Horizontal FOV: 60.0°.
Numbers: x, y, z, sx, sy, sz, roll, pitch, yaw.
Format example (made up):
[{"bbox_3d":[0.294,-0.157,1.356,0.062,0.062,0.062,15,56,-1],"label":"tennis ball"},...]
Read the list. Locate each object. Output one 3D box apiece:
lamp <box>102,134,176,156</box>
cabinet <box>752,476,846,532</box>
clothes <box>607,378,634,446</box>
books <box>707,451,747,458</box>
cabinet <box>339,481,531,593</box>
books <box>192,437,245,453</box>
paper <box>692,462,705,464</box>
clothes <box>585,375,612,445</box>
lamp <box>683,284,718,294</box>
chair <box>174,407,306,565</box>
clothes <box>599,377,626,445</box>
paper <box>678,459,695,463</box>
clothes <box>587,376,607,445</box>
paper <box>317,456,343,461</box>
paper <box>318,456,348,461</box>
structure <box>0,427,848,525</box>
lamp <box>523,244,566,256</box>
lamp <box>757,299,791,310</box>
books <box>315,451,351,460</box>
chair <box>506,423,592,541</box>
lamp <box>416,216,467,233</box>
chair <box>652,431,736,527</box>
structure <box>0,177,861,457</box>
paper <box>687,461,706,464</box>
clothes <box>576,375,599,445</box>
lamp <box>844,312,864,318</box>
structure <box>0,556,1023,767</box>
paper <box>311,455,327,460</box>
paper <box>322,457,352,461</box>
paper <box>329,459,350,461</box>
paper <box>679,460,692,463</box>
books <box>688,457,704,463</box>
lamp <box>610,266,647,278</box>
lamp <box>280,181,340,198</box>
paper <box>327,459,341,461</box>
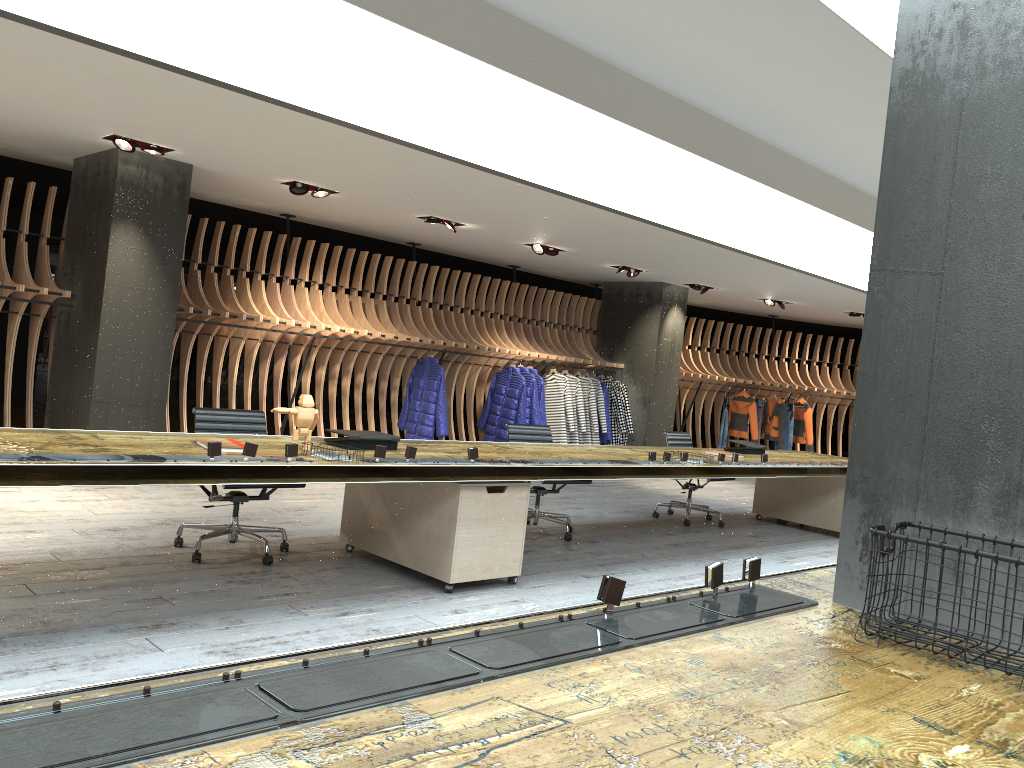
[{"bbox_3d":[-3.006,-1.971,7.152,0.492,0.296,0.269,6,1,-44],"label":"lamp"},{"bbox_3d":[3.190,1.195,9.266,0.593,0.630,1.133,6,1,-44],"label":"cabinet"},{"bbox_3d":[1.476,0.515,12.921,0.191,1.185,0.800,6,0,-44],"label":"clothes"},{"bbox_3d":[1.911,0.626,7.908,0.365,0.026,0.213,5,1,-44],"label":"books"},{"bbox_3d":[-0.508,0.847,5.624,0.593,0.630,1.133,6,1,-44],"label":"cabinet"},{"bbox_3d":[-1.471,0.309,4.499,0.212,0.026,0.366,6,1,-34],"label":"books"},{"bbox_3d":[1.372,0.594,6.782,0.130,0.004,0.177,6,1,-41],"label":"paper"},{"bbox_3d":[1.134,0.493,12.776,0.886,1.239,0.245,7,0,42],"label":"clothes"},{"bbox_3d":[2.701,-1.434,12.682,0.492,0.292,0.269,6,1,-38],"label":"lamp"},{"bbox_3d":[-1.642,0.609,5.409,0.668,0.859,0.693,7,1,37],"label":"chair"},{"bbox_3d":[1.349,0.503,12.783,0.191,1.187,0.808,6,0,-44],"label":"clothes"},{"bbox_3d":[1.372,0.592,6.782,0.130,0.004,0.177,6,1,-38],"label":"paper"},{"bbox_3d":[1.085,0.422,12.540,0.753,1.062,0.128,7,0,44],"label":"clothes"},{"bbox_3d":[-0.918,0.379,4.533,0.130,0.004,0.177,5,1,-42],"label":"paper"},{"bbox_3d":[-0.918,0.377,4.533,0.130,0.004,0.177,6,1,-38],"label":"paper"},{"bbox_3d":[-0.074,0.783,5.897,10.442,0.844,1.163,5,1,-44],"label":"structure"},{"bbox_3d":[0.395,-1.656,10.497,0.492,0.286,0.269,6,1,-44],"label":"lamp"},{"bbox_3d":[4.026,-1.299,13.540,0.492,0.296,0.269,6,1,-25],"label":"lamp"},{"bbox_3d":[-0.914,0.365,4.526,0.155,0.025,0.110,7,1,41],"label":"books"},{"bbox_3d":[0.260,0.789,7.235,0.668,0.859,0.693,7,1,42],"label":"chair"},{"bbox_3d":[-0.739,-1.759,9.382,0.492,0.294,0.269,6,1,-44],"label":"lamp"},{"bbox_3d":[1.824,0.936,8.788,0.668,0.859,0.693,7,0,32],"label":"chair"},{"bbox_3d":[-1.292,-0.139,1.119,36.521,2.440,14.897,5,1,-44],"label":"structure"},{"bbox_3d":[1.372,0.593,6.782,0.130,0.004,0.177,6,1,-38],"label":"paper"},{"bbox_3d":[0.958,0.410,12.415,0.753,1.062,0.128,7,0,44],"label":"clothes"},{"bbox_3d":[5.531,-1.141,14.013,0.492,0.293,0.269,6,0,-12],"label":"lamp"},{"bbox_3d":[1.049,0.934,4.433,18.458,0.844,4.841,5,1,-44],"label":"structure"},{"bbox_3d":[-0.930,0.379,4.539,0.177,0.003,0.130,7,1,44],"label":"paper"},{"bbox_3d":[-0.917,0.376,4.533,0.130,0.004,0.177,6,1,-38],"label":"paper"},{"bbox_3d":[-0.917,0.377,4.533,0.130,0.004,0.177,6,1,-40],"label":"paper"},{"bbox_3d":[1.359,0.595,6.788,0.177,0.003,0.130,7,1,44],"label":"paper"},{"bbox_3d":[1.375,0.580,6.775,0.155,0.025,0.110,7,1,41],"label":"books"},{"bbox_3d":[1.528,-1.546,11.612,0.492,0.292,0.269,6,1,-44],"label":"lamp"},{"bbox_3d":[-1.872,-1.866,8.267,0.492,0.292,0.269,6,1,-44],"label":"lamp"},{"bbox_3d":[-0.918,0.379,4.533,0.130,0.004,0.177,6,1,-36],"label":"paper"}]
